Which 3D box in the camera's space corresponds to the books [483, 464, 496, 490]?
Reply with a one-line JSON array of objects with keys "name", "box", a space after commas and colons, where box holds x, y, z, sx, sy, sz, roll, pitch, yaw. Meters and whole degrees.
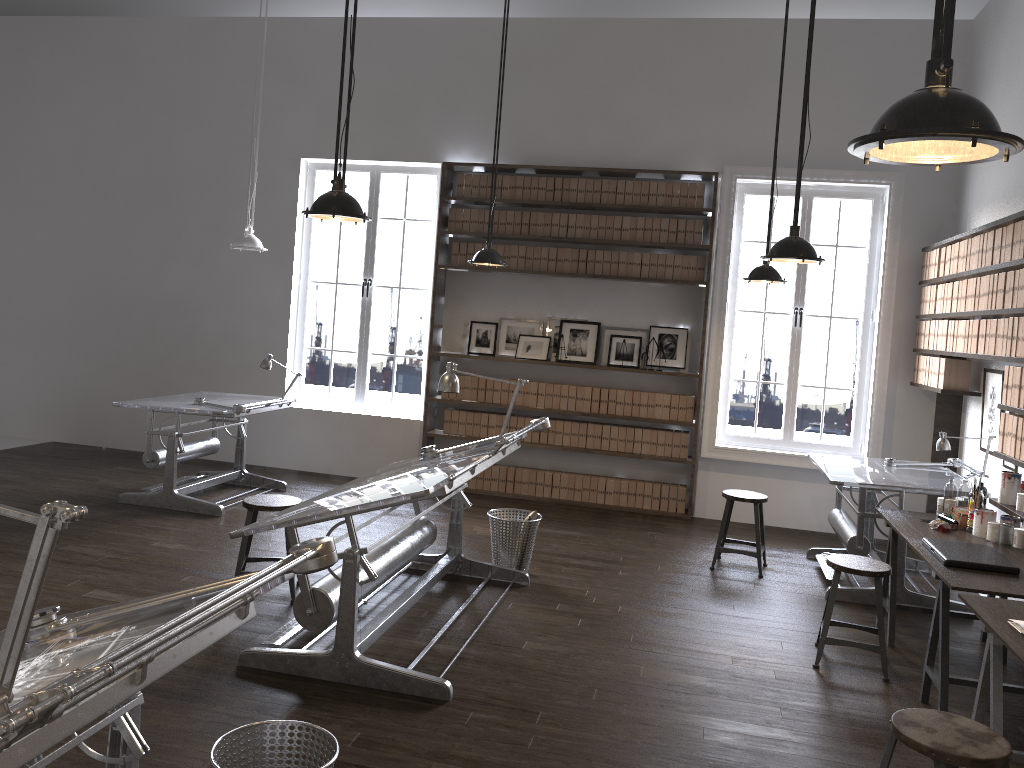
[{"name": "books", "box": [-0.208, 0.860, 8.213, 0.067, 0.225, 0.174, 5, 3, 12]}]

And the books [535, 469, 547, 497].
[{"name": "books", "box": [0.270, 0.904, 8.104, 0.067, 0.225, 0.175, 5, 3, 12]}]

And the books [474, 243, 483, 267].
[{"name": "books", "box": [-0.295, -1.185, 8.210, 0.067, 0.225, 0.174, 5, 3, 12]}]

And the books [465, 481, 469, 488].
[{"name": "books", "box": [-0.408, 0.842, 8.255, 0.067, 0.225, 0.175, 5, 3, 12]}]

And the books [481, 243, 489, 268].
[{"name": "books", "box": [-0.225, -1.179, 8.200, 0.067, 0.225, 0.174, 5, 3, 12]}]

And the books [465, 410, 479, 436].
[{"name": "books", "box": [-0.373, 0.362, 8.246, 0.067, 0.225, 0.174, 5, 3, 12]}]

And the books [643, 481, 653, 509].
[{"name": "books", "box": [1.216, 0.990, 7.903, 0.067, 0.225, 0.174, 5, 3, 12]}]

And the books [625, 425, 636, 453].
[{"name": "books", "box": [1.061, 0.493, 7.935, 0.067, 0.225, 0.175, 5, 3, 12]}]

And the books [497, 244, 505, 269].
[{"name": "books", "box": [-0.091, -1.166, 8.165, 0.067, 0.225, 0.175, 5, 3, 12]}]

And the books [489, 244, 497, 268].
[{"name": "books", "box": [-0.156, -1.172, 8.185, 0.067, 0.225, 0.175, 5, 3, 12]}]

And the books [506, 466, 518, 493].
[{"name": "books", "box": [0.002, 0.880, 8.163, 0.067, 0.225, 0.175, 5, 3, 12]}]

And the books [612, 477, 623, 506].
[{"name": "books", "box": [0.948, 0.965, 7.963, 0.067, 0.225, 0.175, 5, 3, 12]}]

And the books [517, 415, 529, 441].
[{"name": "books", "box": [0.096, 0.405, 8.144, 0.067, 0.225, 0.174, 5, 3, 12]}]

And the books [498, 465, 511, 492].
[{"name": "books", "box": [-0.070, 0.873, 8.184, 0.067, 0.225, 0.175, 5, 3, 12]}]

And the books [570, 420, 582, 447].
[{"name": "books", "box": [0.582, 0.449, 8.040, 0.067, 0.225, 0.174, 5, 3, 12]}]

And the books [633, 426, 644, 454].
[{"name": "books", "box": [1.129, 0.499, 7.917, 0.067, 0.225, 0.175, 5, 3, 12]}]

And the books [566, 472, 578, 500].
[{"name": "books", "box": [0.546, 0.929, 8.050, 0.067, 0.225, 0.175, 5, 3, 12]}]

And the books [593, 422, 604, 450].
[{"name": "books", "box": [0.783, 0.468, 7.990, 0.067, 0.225, 0.175, 5, 3, 12]}]

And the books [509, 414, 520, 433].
[{"name": "books", "box": [0.026, 0.398, 8.159, 0.067, 0.225, 0.175, 5, 3, 12]}]

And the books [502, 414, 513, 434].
[{"name": "books", "box": [-0.040, 0.393, 8.167, 0.067, 0.225, 0.175, 5, 3, 12]}]

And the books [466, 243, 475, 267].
[{"name": "books", "box": [-0.363, -1.191, 8.230, 0.067, 0.225, 0.175, 5, 3, 12]}]

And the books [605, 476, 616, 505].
[{"name": "books", "box": [0.886, 0.960, 7.975, 0.067, 0.225, 0.175, 5, 3, 12]}]

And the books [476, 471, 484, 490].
[{"name": "books", "box": [-0.277, 0.854, 8.228, 0.067, 0.225, 0.175, 5, 3, 12]}]

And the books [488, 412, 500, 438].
[{"name": "books", "box": [-0.166, 0.381, 8.197, 0.067, 0.225, 0.175, 5, 3, 12]}]

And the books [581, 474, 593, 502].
[{"name": "books", "box": [0.680, 0.941, 8.023, 0.067, 0.225, 0.174, 5, 3, 12]}]

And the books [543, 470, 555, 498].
[{"name": "books", "box": [0.341, 0.910, 8.092, 0.067, 0.225, 0.174, 5, 3, 12]}]

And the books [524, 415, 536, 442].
[{"name": "books", "box": [0.164, 0.411, 8.125, 0.067, 0.225, 0.174, 5, 3, 12]}]

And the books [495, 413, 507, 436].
[{"name": "books", "box": [-0.105, 0.386, 8.186, 0.067, 0.225, 0.175, 5, 3, 12]}]

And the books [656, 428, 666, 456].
[{"name": "books", "box": [1.326, 0.517, 7.873, 0.067, 0.225, 0.175, 5, 3, 12]}]

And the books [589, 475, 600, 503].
[{"name": "books", "box": [0.747, 0.947, 8.007, 0.067, 0.225, 0.175, 5, 3, 12]}]

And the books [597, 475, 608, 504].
[{"name": "books", "box": [0.815, 0.954, 7.988, 0.067, 0.225, 0.175, 5, 3, 12]}]

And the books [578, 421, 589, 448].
[{"name": "books", "box": [0.650, 0.455, 8.024, 0.067, 0.225, 0.175, 5, 3, 12]}]

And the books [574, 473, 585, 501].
[{"name": "books", "box": [0.610, 0.935, 8.031, 0.067, 0.225, 0.175, 5, 3, 12]}]

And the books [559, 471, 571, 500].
[{"name": "books", "box": [0.485, 0.924, 8.061, 0.067, 0.225, 0.175, 5, 3, 12]}]

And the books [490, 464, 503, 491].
[{"name": "books", "box": [-0.140, 0.867, 8.195, 0.067, 0.225, 0.174, 5, 3, 12]}]

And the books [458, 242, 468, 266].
[{"name": "books", "box": [-0.438, -1.198, 8.240, 0.067, 0.225, 0.175, 5, 3, 12]}]

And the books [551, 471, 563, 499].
[{"name": "books", "box": [0.414, 0.917, 8.075, 0.067, 0.225, 0.175, 5, 3, 12]}]

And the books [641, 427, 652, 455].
[{"name": "books", "box": [1.200, 0.506, 7.903, 0.067, 0.225, 0.175, 5, 3, 12]}]

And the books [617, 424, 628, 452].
[{"name": "books", "box": [0.994, 0.486, 7.952, 0.067, 0.225, 0.174, 5, 3, 12]}]

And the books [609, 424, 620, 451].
[{"name": "books", "box": [0.925, 0.480, 7.963, 0.067, 0.225, 0.174, 5, 3, 12]}]

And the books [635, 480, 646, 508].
[{"name": "books", "box": [1.148, 0.984, 7.922, 0.067, 0.225, 0.174, 5, 3, 12]}]

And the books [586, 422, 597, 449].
[{"name": "books", "box": [0.722, 0.462, 8.007, 0.067, 0.225, 0.175, 5, 3, 12]}]

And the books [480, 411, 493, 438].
[{"name": "books", "box": [-0.237, 0.375, 8.211, 0.067, 0.225, 0.175, 5, 3, 12]}]

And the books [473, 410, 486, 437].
[{"name": "books", "box": [-0.305, 0.368, 8.229, 0.067, 0.225, 0.175, 5, 3, 12]}]

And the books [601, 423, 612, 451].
[{"name": "books", "box": [0.854, 0.474, 7.974, 0.067, 0.225, 0.175, 5, 3, 12]}]

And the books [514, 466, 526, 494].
[{"name": "books", "box": [0.076, 0.886, 8.153, 0.067, 0.225, 0.175, 5, 3, 12]}]

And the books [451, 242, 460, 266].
[{"name": "books", "box": [-0.509, -1.205, 8.261, 0.067, 0.225, 0.175, 5, 3, 12]}]

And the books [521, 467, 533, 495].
[{"name": "books", "box": [0.139, 0.892, 8.137, 0.067, 0.225, 0.175, 5, 3, 12]}]

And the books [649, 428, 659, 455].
[{"name": "books", "box": [1.262, 0.511, 7.892, 0.067, 0.225, 0.175, 5, 3, 12]}]

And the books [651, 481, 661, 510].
[{"name": "books", "box": [1.286, 0.996, 7.892, 0.067, 0.225, 0.175, 5, 3, 12]}]

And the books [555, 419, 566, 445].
[{"name": "books", "box": [0.442, 0.437, 8.063, 0.067, 0.225, 0.175, 5, 3, 12]}]

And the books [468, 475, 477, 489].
[{"name": "books", "box": [-0.344, 0.848, 8.237, 0.067, 0.225, 0.175, 5, 3, 12]}]

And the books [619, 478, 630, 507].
[{"name": "books", "box": [1.012, 0.972, 7.945, 0.067, 0.225, 0.175, 5, 3, 12]}]

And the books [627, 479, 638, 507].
[{"name": "books", "box": [1.079, 0.977, 7.936, 0.067, 0.225, 0.175, 5, 3, 12]}]

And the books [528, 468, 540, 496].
[{"name": "books", "box": [0.200, 0.898, 8.119, 0.067, 0.225, 0.175, 5, 3, 12]}]
